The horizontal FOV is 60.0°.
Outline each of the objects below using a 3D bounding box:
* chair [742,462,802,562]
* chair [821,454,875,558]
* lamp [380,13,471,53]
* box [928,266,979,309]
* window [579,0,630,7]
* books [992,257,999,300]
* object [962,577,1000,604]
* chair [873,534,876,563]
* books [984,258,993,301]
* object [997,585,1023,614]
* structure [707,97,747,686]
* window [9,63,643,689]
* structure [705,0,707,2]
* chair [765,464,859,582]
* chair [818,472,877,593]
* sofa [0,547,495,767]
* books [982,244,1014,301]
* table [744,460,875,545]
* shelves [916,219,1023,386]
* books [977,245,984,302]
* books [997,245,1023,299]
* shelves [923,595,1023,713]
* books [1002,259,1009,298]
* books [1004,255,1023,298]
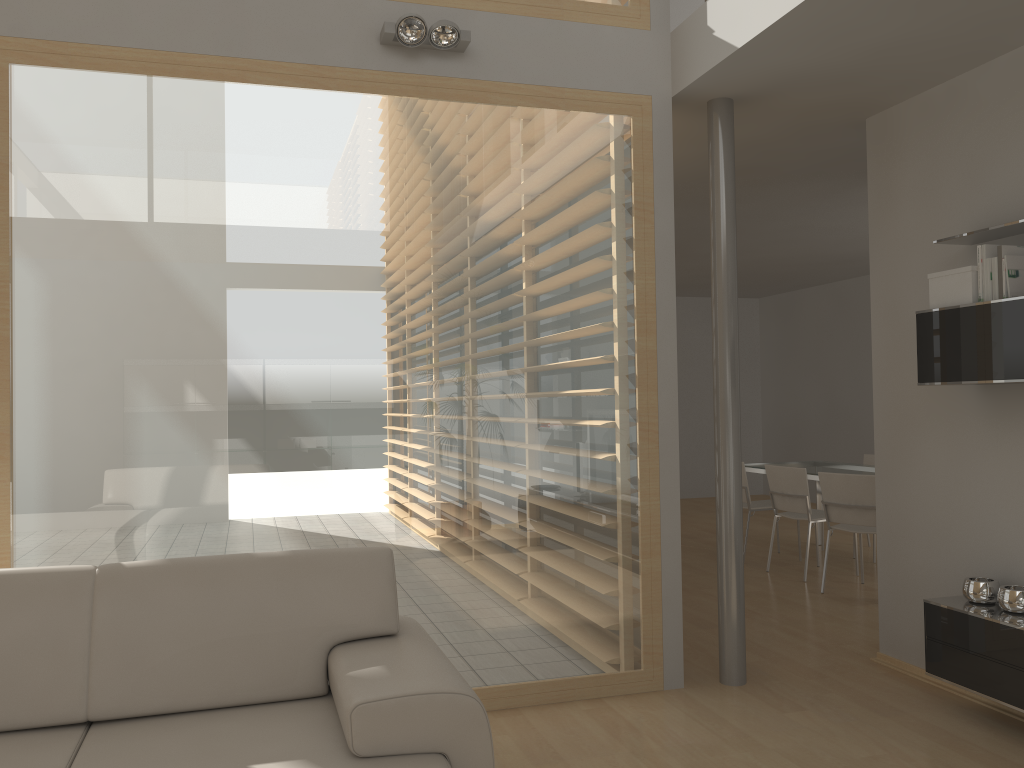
[{"bbox_3d":[2.039,1.025,7.292,0.501,0.807,0.455,-1,-1,-7],"label":"chair"},{"bbox_3d":[2.948,1.014,7.479,0.501,0.807,0.455,-1,-1,-17],"label":"chair"},{"bbox_3d":[-0.353,-1.441,3.666,0.360,0.110,0.183,-1,-1,-17],"label":"lamp"},{"bbox_3d":[1.866,-0.385,3.592,0.232,0.149,0.232,-1,-1,-17],"label":"box"},{"bbox_3d":[-0.694,-2.805,3.710,2.525,2.200,0.020,-1,-1,-17],"label":"window"},{"bbox_3d":[1.954,-0.400,3.417,0.230,0.169,0.027,-1,-1,-17],"label":"books"},{"bbox_3d":[1.920,0.845,3.624,0.143,0.091,0.143,-1,-1,15],"label":"object"},{"bbox_3d":[3.141,0.997,6.866,0.501,0.807,0.455,-1,-1,-17],"label":"chair"},{"bbox_3d":[1.938,-0.400,3.442,0.230,0.169,0.027,-1,-1,-17],"label":"books"},{"bbox_3d":[1.971,0.840,3.455,0.143,0.091,0.143,-1,-1,15],"label":"object"},{"bbox_3d":[0.998,0.027,4.125,0.122,2.700,0.121,0,-1,-29],"label":"structure"},{"bbox_3d":[-0.646,0.044,3.646,2.525,2.500,0.020,-1,-1,-17],"label":"window"},{"bbox_3d":[0.951,-2.822,4.189,0.122,2.400,0.121,0,-1,-29],"label":"structure"},{"bbox_3d":[2.219,1.006,6.602,0.501,0.807,0.455,0,-1,-22],"label":"chair"},{"bbox_3d":[2.382,0.988,5.914,0.501,0.807,0.455,0,-2,-37],"label":"chair"},{"bbox_3d":[-1.164,0.950,2.409,2.093,0.846,1.168,-1,-1,-17],"label":"sofa"},{"bbox_3d":[1.939,-0.428,3.466,0.230,0.227,0.017,-1,-1,-17],"label":"books"},{"bbox_3d":[2.631,1.033,6.780,0.900,0.746,2.199,-1,-1,-17],"label":"table"},{"bbox_3d":[2.444,-0.205,1.729,0.300,0.914,4.236,-1,-1,-17],"label":"shelves"},{"bbox_3d":[1.928,-0.427,3.482,0.230,0.227,0.017,-1,-1,-17],"label":"books"},{"bbox_3d":[1.949,-0.421,3.391,0.207,0.210,0.021,-1,-1,-17],"label":"books"},{"bbox_3d":[2.464,0.994,1.703,0.300,0.312,4.236,-1,-1,-17],"label":"shelves"},{"bbox_3d":[1.955,-0.395,3.376,0.207,0.156,0.009,-1,-1,-17],"label":"books"},{"bbox_3d":[1.972,-0.402,3.366,0.230,0.169,0.023,-1,-1,-17],"label":"books"}]
